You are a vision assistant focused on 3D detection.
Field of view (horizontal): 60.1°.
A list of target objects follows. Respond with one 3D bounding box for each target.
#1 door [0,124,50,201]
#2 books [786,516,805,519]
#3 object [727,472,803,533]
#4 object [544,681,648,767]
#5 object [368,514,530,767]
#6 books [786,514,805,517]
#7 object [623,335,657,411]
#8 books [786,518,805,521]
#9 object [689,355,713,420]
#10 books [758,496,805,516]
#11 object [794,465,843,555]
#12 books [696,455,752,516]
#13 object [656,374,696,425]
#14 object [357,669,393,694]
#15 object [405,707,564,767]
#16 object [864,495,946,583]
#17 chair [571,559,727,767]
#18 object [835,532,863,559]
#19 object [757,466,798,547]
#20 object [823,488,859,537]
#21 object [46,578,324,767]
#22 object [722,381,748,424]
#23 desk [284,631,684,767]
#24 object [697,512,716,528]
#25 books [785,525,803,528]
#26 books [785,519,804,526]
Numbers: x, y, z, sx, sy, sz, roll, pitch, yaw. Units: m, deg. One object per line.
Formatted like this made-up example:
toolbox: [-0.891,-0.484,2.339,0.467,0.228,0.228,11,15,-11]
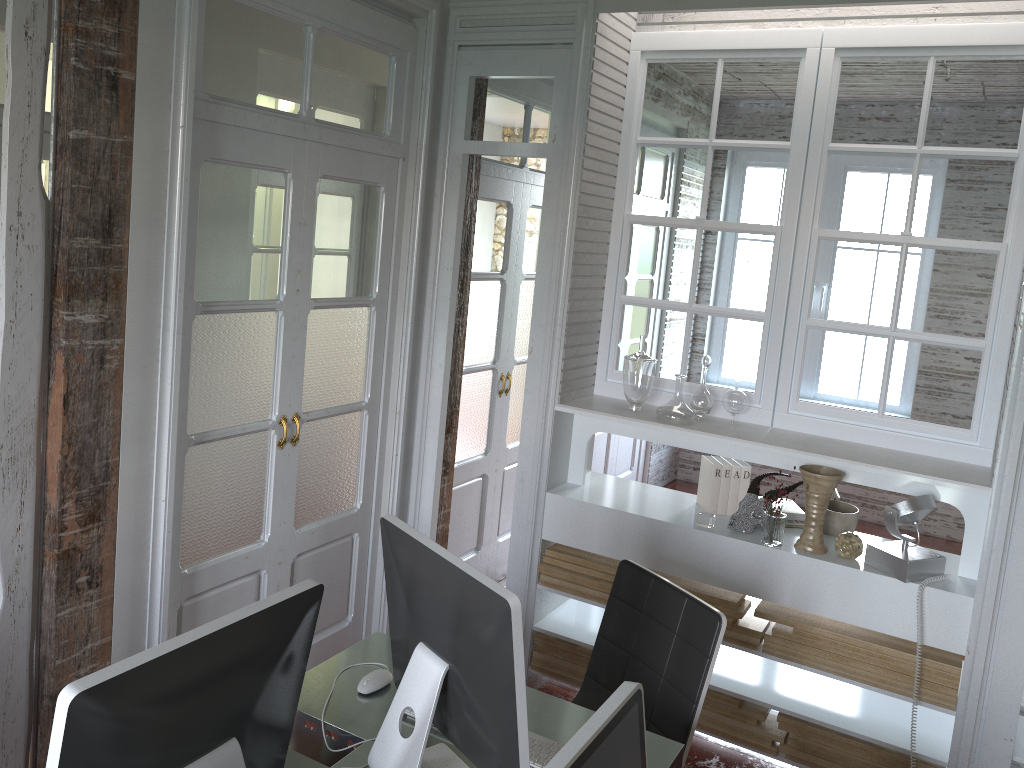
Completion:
door: [-2.152,-0.043,3.770,0.041,2.072,1.080,9,8,28]
books: [1.014,0.479,3.400,0.168,0.007,0.191,4,10,-7]
object: [0.928,0.436,3.242,0.383,0.178,0.159,-1,10,-36]
object: [0.050,0.692,1.103,0.190,0.482,0.485,9,9,28]
object: [-0.149,0.562,1.751,0.189,0.482,0.487,0,10,-36]
books: [1.016,0.473,3.399,0.168,0.007,0.191,4,10,-7]
object: [0.487,-0.032,3.408,0.129,0.313,0.130,0,9,-37]
books: [1.014,0.486,3.400,0.168,0.007,0.191,4,10,-7]
object: [0.717,0.027,3.330,0.088,0.269,0.088,8,8,23]
books: [1.016,0.466,3.399,0.168,0.007,0.191,5,10,0]
object: [1.043,0.431,3.040,0.144,0.277,0.143,12,10,42]
books: [0.814,0.390,3.407,0.150,0.192,0.144,4,8,-6]
object: [0.609,0.065,3.255,0.148,0.199,0.149,7,8,11]
object: [-0.329,0.710,2.122,0.059,0.028,0.106,10,11,27]
object: [-0.048,0.770,1.962,0.440,0.017,0.119,11,11,28]
object: [1.301,0.484,2.906,0.188,0.270,0.168,2,8,-27]
chair: [0.160,1.009,2.357,0.601,0.913,0.478,1,9,-32]
object: [1.141,0.544,2.999,0.091,0.087,0.094,1,9,-25]
object: [0.922,0.414,3.049,0.128,0.285,0.129,5,7,-5]
object: [1.187,0.473,3.249,0.160,0.152,0.217,7,9,13]
object: [-0.479,0.598,1.361,0.190,0.482,0.485,9,9,28]
object: [0.834,0.082,3.320,0.094,0.187,0.095,6,7,3]
desk: [-0.438,1.269,1.051,1.305,0.723,2.516,10,11,28]
object: [0.697,0.490,3.183,0.066,0.040,0.066,3,9,-14]
books: [1.013,0.503,3.391,0.180,0.011,0.248,4,10,-7]
books: [1.014,0.495,3.390,0.180,0.007,0.248,4,10,-7]
